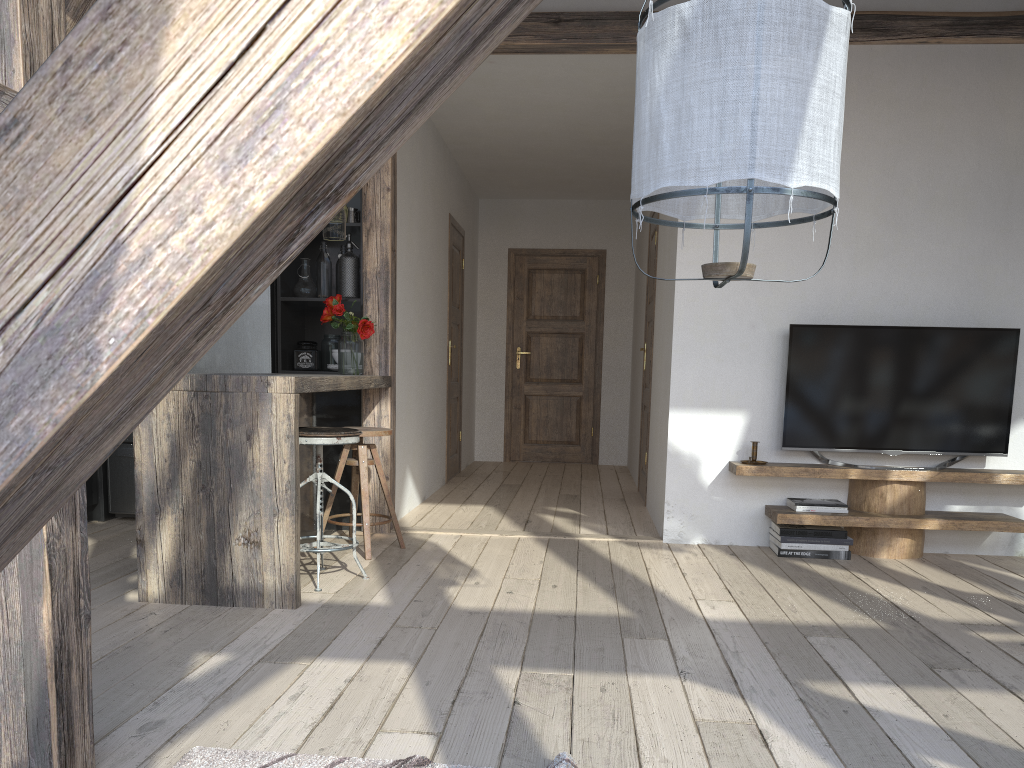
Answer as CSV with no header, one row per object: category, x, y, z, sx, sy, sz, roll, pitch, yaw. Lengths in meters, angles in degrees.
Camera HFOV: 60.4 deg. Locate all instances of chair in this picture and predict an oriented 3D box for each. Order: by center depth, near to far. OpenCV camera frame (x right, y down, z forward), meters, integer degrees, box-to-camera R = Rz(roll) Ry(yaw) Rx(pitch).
chair,-0.799,0.502,3.655,0.351,0.645,0.351,6,8,38
chair,-0.739,0.515,4.266,0.340,0.604,0.337,4,7,24

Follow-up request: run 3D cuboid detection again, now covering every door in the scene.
door,0.966,-0.209,6.236,0.082,2.099,0.829,2,7,5
door,-0.464,-0.256,7.198,0.082,2.099,0.829,2,7,5
door,0.408,-0.253,8.560,0.941,2.100,0.080,2,8,4

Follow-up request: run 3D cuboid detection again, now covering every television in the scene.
television,1.926,0.070,4.401,1.102,0.716,0.203,2,7,4

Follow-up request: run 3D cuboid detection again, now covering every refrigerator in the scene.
refrigerator,-1.728,-0.206,5.084,0.943,1.948,0.840,2,7,5

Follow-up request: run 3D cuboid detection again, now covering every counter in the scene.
counter,-1.920,0.380,2.960,2.240,0.862,3.776,1,1,5

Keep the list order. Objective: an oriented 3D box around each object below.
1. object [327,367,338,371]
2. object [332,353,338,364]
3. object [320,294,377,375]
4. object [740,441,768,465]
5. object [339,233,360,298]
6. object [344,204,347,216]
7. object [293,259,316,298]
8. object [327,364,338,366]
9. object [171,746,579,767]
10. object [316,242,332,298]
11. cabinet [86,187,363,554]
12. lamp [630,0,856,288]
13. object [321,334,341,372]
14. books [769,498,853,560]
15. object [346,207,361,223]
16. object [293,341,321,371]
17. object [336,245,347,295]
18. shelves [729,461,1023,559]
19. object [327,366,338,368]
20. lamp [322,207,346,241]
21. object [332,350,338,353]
object,-0.913,-0.077,4.865,0.214,0.025,0.213,1,1,-38
object,-0.912,-0.126,4.858,0.162,0.086,0.161,2,2,18
object,-0.840,-0.255,4.559,0.310,0.421,0.249,5,7,37
object,1.238,0.351,4.495,0.139,0.114,0.138,1,4,-13
object,-0.870,-0.630,4.709,0.108,0.355,0.108,6,9,34
object,-0.949,-0.933,4.737,0.149,0.172,0.134,1,5,-9
object,-1.134,-0.573,4.836,0.132,0.223,0.131,3,6,16
object,-0.913,-0.093,4.863,0.214,0.025,0.213,1,1,-33
object,0.738,0.867,0.824,3.185,0.057,2.167,1,1,5
object,-1.014,-0.610,4.740,0.086,0.306,0.084,1,7,-4
cabinet,-1.954,-0.457,3.053,2.092,2.537,4.173,2,3,5
lamp,0.460,-1.158,1.669,0.397,1.922,0.403,-6,10,-44
object,-1.021,-0.175,5.000,0.125,0.209,0.123,0,6,-9
books,1.518,0.733,4.480,0.360,0.268,0.287,2,4,5
object,-0.840,-0.892,4.675,0.093,0.097,0.074,2,5,5
object,-1.123,-0.154,4.831,0.134,0.167,0.132,1,5,-5
object,-0.928,-0.609,4.848,0.085,0.306,0.085,-4,9,-38
shelves,1.919,0.652,4.435,1.602,0.457,0.327,1,5,4
object,-0.913,-0.086,4.864,0.214,0.025,0.213,1,1,-28
lamp,-0.753,-1.344,3.995,0.226,1.360,0.107,2,8,6
object,-0.912,-0.144,4.856,0.162,0.086,0.161,2,2,18
